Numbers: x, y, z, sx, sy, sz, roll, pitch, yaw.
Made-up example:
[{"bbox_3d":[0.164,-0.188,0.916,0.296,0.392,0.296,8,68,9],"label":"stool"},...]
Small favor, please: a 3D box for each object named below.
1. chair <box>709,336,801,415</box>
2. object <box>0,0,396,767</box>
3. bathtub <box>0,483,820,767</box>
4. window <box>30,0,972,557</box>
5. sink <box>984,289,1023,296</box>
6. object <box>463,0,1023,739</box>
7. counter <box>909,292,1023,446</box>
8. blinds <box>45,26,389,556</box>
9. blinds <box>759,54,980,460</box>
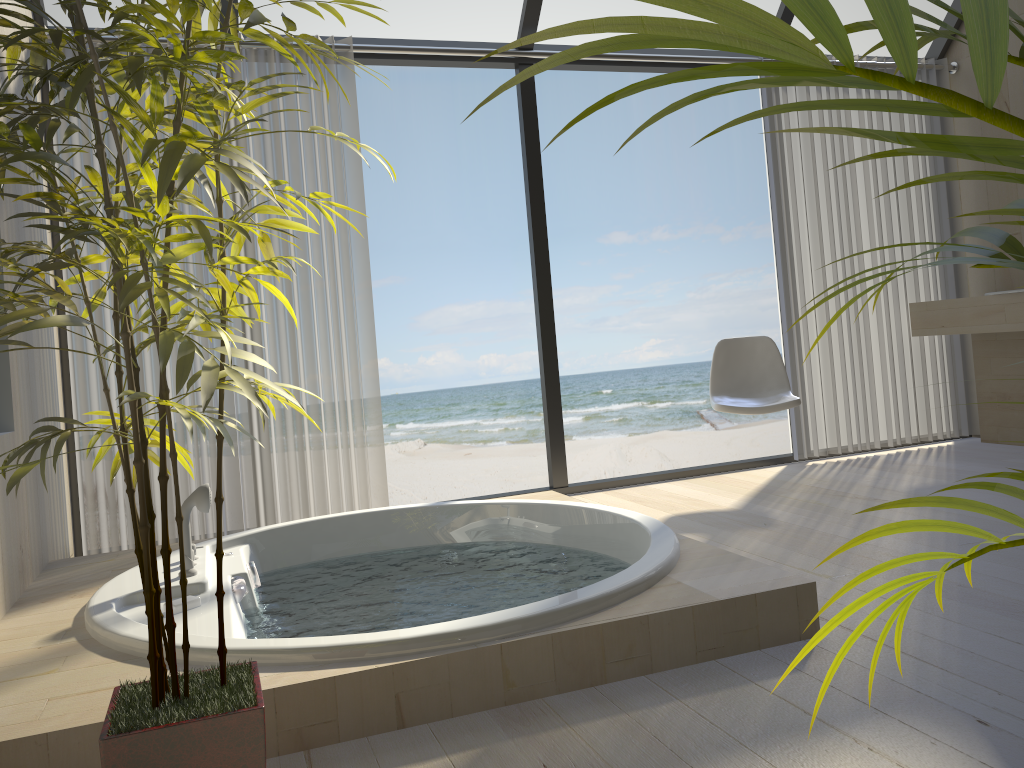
[{"bbox_3d":[1.079,-0.039,4.000,0.368,0.347,0.455,-5,1,10],"label":"chair"},{"bbox_3d":[-0.568,-0.163,1.238,0.786,1.758,0.935,-5,0,6],"label":"object"},{"bbox_3d":[-0.426,0.593,2.498,1.824,0.699,1.645,-5,2,-19],"label":"bathtub"},{"bbox_3d":[0.405,-0.895,3.976,4.567,2.816,0.743,-5,-1,-19],"label":"window"},{"bbox_3d":[2.497,-0.455,4.108,0.504,0.419,0.573,-5,1,-15],"label":"sink"},{"bbox_3d":[0.507,-0.019,0.458,1.067,1.346,0.871,-5,0,-30],"label":"object"},{"bbox_3d":[2.565,-0.046,4.148,0.551,0.791,1.204,-5,1,-19],"label":"counter"},{"bbox_3d":[-1.172,-0.408,3.620,1.184,2.072,0.084,-5,-1,-19],"label":"blinds"},{"bbox_3d":[1.897,-0.703,4.679,1.184,2.072,0.084,-5,-1,-19],"label":"blinds"}]
